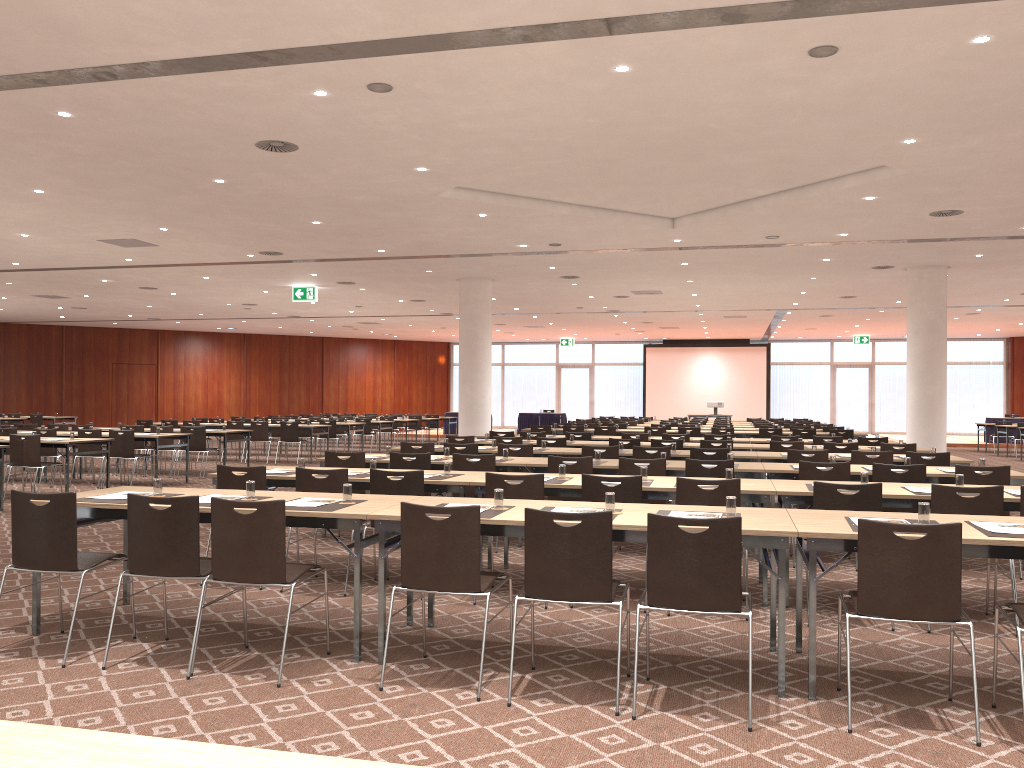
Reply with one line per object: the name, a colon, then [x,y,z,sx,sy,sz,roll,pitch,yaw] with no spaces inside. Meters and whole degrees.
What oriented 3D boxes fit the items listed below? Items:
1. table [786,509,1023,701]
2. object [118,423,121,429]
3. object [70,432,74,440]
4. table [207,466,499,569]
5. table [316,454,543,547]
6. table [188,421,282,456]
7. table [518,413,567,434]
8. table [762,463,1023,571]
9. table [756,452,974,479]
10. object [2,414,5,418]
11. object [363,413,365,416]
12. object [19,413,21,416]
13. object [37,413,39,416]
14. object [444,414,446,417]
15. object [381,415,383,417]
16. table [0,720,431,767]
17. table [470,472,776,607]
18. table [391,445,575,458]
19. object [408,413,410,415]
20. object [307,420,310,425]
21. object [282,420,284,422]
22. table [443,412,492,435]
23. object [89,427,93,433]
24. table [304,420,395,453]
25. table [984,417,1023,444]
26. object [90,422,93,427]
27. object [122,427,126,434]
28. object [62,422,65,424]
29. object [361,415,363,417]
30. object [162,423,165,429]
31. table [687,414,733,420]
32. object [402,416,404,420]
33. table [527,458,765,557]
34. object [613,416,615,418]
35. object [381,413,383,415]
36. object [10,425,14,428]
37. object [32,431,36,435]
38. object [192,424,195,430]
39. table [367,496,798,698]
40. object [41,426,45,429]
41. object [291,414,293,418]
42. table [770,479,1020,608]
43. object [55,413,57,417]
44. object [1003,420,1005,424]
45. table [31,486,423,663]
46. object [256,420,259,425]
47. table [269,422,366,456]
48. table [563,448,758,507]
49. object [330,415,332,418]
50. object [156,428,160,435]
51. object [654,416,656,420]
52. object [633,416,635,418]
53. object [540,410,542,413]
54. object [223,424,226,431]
table: [2.617,1.153,4.543,2.267,0.833,0.953,0,-1,14]
object: [-7.653,0.815,17.304,0.054,0.114,0.054,1,-1,-43]
object: [-6.382,0.751,12.867,0.054,0.114,0.054,0,0,25]
table: [-1.321,1.175,7.560,2.267,0.833,0.953,0,-1,14]
table: [-0.847,1.210,9.503,2.267,0.833,0.953,0,-1,14]
table: [-7.130,1.387,22.870,2.267,0.833,0.953,0,-1,14]
table: [1.107,1.476,32.414,1.712,0.832,1.042,0,-1,14]
table: [3.563,1.222,8.429,2.267,0.833,0.953,0,-1,14]
table: [4.037,1.257,10.372,2.267,0.833,0.953,0,-1,14]
object: [-14.066,0.890,24.529,0.054,0.114,0.054,1,-1,-43]
object: [-5.094,1.049,30.559,0.054,0.114,0.054,1,0,-20]
object: [-14.846,0.921,26.771,0.054,0.114,0.054,1,0,-20]
object: [-14.231,0.923,26.628,0.054,0.114,0.054,1,0,-20]
object: [-2.250,1.057,29.875,0.054,0.114,0.054,0,0,2]
object: [-3.831,0.985,26.133,0.054,0.114,0.054,0,0,2]
table: [-0.546,1.076,1.151,2.267,0.833,0.953,0,-1,14]
table: [0.885,1.181,7.023,2.267,0.833,0.953,0,-1,14]
table: [-0.374,1.245,11.447,2.267,0.833,0.953,0,-1,14]
object: [-3.505,1.053,30.176,0.054,0.114,0.054,0,0,2]
object: [-4.625,0.882,20.155,0.054,0.114,0.054,1,0,-20]
object: [-5.241,0.881,20.317,0.054,0.114,0.054,1,0,-20]
table: [-1.656,1.468,33.088,1.712,0.832,1.042,0,-1,14]
object: [-7.177,0.783,15.123,0.054,0.114,0.054,0,0,2]
table: [-4.451,1.428,24.276,2.267,0.833,0.953,0,-1,14]
table: [16.332,1.518,28.705,1.712,0.832,1.042,0,-1,14]
object: [-8.278,0.813,17.445,0.054,0.114,0.054,1,-1,-43]
object: [-6.553,0.784,14.973,0.054,0.114,0.054,0,0,2]
object: [-8.901,0.812,17.609,0.054,0.114,0.054,1,-1,-43]
object: [-4.461,0.984,26.297,0.054,0.114,0.054,0,0,2]
object: [-6.710,0.818,17.069,0.054,0.114,0.054,0,0,2]
table: [6.923,1.492,31.014,1.539,0.832,0.953,0,-1,14]
object: [-3.191,0.987,25.986,0.054,0.114,0.054,0,0,2]
table: [1.358,1.216,8.966,2.267,0.833,0.953,0,-1,14]
object: [3.282,1.072,28.521,0.054,0.114,0.054,1,0,-20]
object: [-4.450,1.051,30.410,0.054,0.114,0.054,1,0,-20]
object: [-8.747,0.778,15.511,0.054,0.114,0.054,1,0,-20]
object: [-7.016,0.749,13.024,0.054,0.114,0.054,0,0,25]
object: [-6.081,0.819,16.913,0.054,0.114,0.054,0,0,2]
table: [0.411,1.147,5.080,2.267,0.833,0.953,0,-1,14]
object: [-8.121,0.780,15.349,0.054,0.114,0.054,1,0,-20]
object: [-6.661,0.977,26.829,0.054,0.114,0.054,1,0,-20]
table: [3.090,1.188,6.486,2.267,0.833,0.953,0,-1,14]
object: [-13.596,0.925,26.462,0.054,0.114,0.054,1,0,-20]
object: [14.339,1.103,25.837,0.054,0.114,0.054,0,0,2]
table: [-1.794,1.140,5.617,2.267,0.833,0.953,0,-1,14]
object: [-5.874,0.879,20.474,0.054,0.114,0.054,1,0,-20]
table: [-4.924,1.393,22.333,2.267,0.833,0.953,0,-1,14]
table: [1.831,1.251,10.909,2.267,0.833,0.953,0,-1,14]
object: [-5.403,0.981,26.522,0.054,0.114,0.054,1,0,-20]
object: [-5.908,0.786,14.809,0.054,0.114,0.054,0,0,2]
object: [4.557,1.076,28.220,0.054,0.114,0.054,1,-1,-43]
object: [3.913,1.074,28.376,0.054,0.114,0.054,1,-1,-43]
object: [1.059,0.995,32.520,0.054,0.114,0.054,0,0,25]
object: [-5.437,0.821,16.753,0.054,0.114,0.054,0,0,2]
